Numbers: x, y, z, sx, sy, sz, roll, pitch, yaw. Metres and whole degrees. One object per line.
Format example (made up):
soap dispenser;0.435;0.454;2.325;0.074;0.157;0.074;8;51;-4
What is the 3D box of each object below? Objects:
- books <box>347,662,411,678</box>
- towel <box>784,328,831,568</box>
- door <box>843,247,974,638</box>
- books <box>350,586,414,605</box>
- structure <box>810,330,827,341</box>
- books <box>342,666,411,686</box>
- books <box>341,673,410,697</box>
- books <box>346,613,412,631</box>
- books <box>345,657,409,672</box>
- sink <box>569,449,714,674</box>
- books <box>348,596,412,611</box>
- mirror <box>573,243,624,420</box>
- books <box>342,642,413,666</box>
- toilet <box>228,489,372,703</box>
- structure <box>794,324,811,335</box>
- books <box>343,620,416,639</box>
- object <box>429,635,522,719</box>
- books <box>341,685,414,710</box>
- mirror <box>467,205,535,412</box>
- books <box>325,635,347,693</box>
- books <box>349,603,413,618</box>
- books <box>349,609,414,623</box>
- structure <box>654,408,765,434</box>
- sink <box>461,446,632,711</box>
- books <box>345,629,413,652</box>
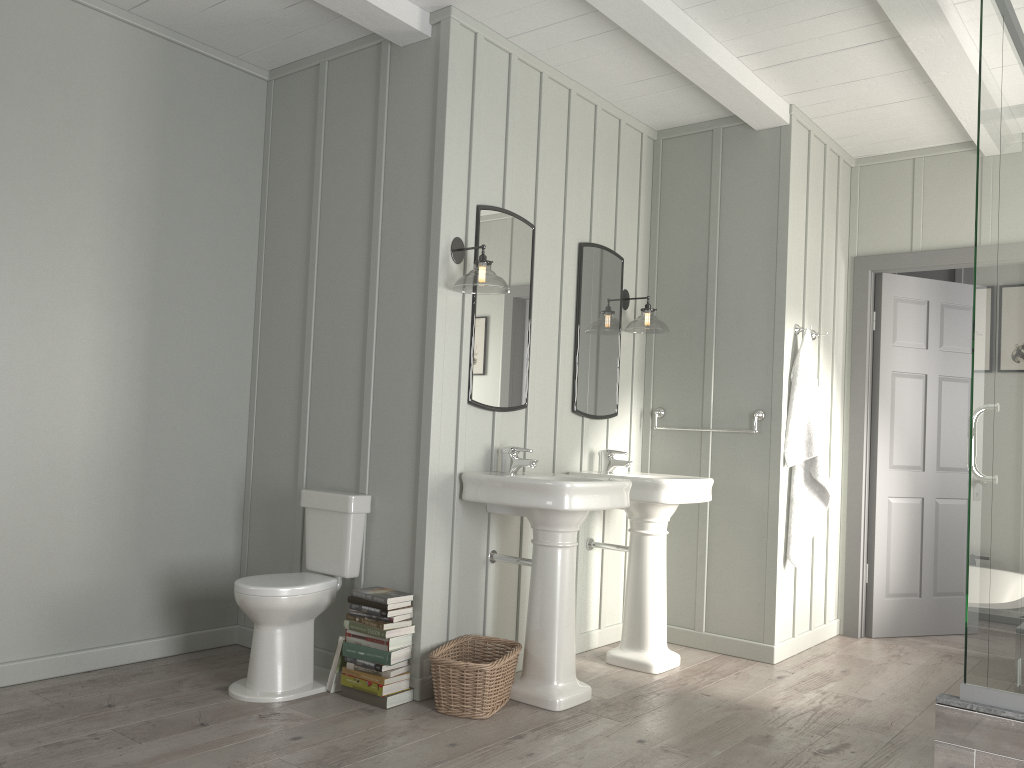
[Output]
books;-0.524;1.113;3.485;0.213;0.025;0.145;1;-4;29
towel;1.511;0.318;4.454;0.167;1.203;0.308;1;-3;43
door;0.260;0.132;2.648;4.410;2.194;7.515;0;-4;38
books;-0.511;0.832;3.481;0.214;0.024;0.145;0;-4;40
structure;1.636;-0.260;4.701;0.082;0.056;0.054;0;-4;38
books;-0.534;1.137;3.480;0.240;0.024;0.143;0;-4;38
books;-0.537;1.169;3.477;0.230;0.041;0.157;0;-4;37
books;-0.525;0.930;3.488;0.241;0.024;0.143;0;-4;44
books;-0.534;1.088;3.480;0.214;0.024;0.145;0;-4;38
sink;0.616;0.831;4.260;0.587;1.013;0.550;1;-3;38
books;-0.522;0.856;3.488;0.214;0.024;0.145;1;-4;35
mirror;0.443;-0.262;4.469;0.015;0.883;0.410;1;-3;38
books;-0.529;1.050;3.486;0.235;0.053;0.154;1;-4;29
toilet;-0.881;0.837;3.597;0.343;0.786;0.507;1;-3;38
structure;1.487;-0.278;4.508;0.082;0.056;0.054;0;-4;38
books;-0.524;0.957;3.486;0.243;0.032;0.164;0;-4;38
object;-0.142;1.148;3.475;0.298;0.220;0.455;2;-3;19
books;-0.530;1.215;3.483;0.247;0.049;0.158;0;-4;36
mirror;-0.039;-0.320;3.847;0.015;0.883;0.410;1;-3;38
books;-0.656;1.126;3.579;0.095;0.235;0.164;1;-3;38
books;-0.514;0.881;3.480;0.214;0.024;0.145;0;-4;38
books;-0.515;0.906;3.492;0.213;0.025;0.145;1;-4;28
structure;1.010;0.189;4.611;0.623;0.123;0.053;0;-3;39
sink;0.137;0.773;3.642;0.587;1.013;0.550;1;-3;38
books;-0.523;0.998;3.491;0.231;0.051;0.150;1;-4;34
